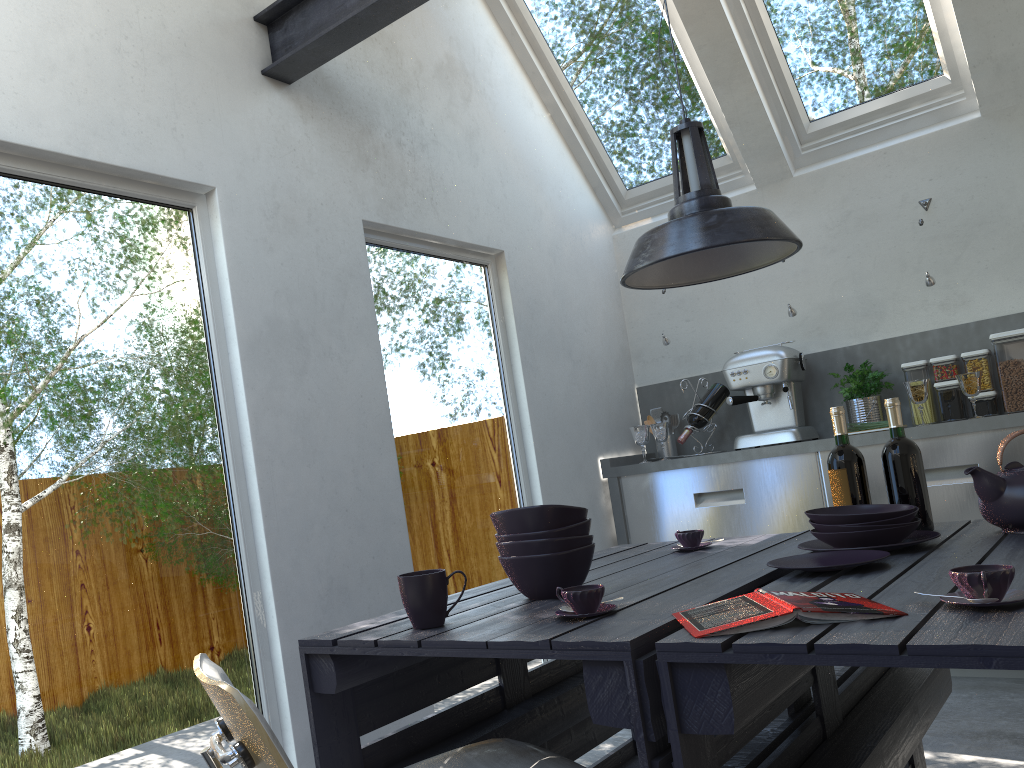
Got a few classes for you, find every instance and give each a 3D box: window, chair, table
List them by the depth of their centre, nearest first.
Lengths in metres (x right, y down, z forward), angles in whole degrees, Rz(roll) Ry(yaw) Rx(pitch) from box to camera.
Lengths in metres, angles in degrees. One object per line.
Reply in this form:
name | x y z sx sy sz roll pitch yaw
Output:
chair | -0.152 0.863 1.623 0.739 0.816 0.729 -6 -4 -23
table | 0.673 0.791 1.904 1.711 0.794 1.414 -12 -6 36
window | -1.136 0.432 2.465 0.063 2.121 0.925 -10 -3 35
window | 1.303 -1.823 3.679 0.888 1.385 1.388 -10 -5 36
window | -0.217 0.442 3.742 0.063 2.121 0.925 -10 -3 35
window | 0.488 -1.635 4.322 0.888 1.391 1.394 -10 -5 36

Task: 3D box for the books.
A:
books | 0.428 0.358 1.410 0.309 0.030 0.221 -8 -6 5

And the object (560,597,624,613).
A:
object | 0.154 0.429 1.695 0.128 0.013 0.029 -6 -6 -14

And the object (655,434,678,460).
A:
object | 0.836 0.343 4.730 0.104 0.131 0.110 -7 -4 -12

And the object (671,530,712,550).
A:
object | 0.518 0.453 2.541 0.122 0.056 0.110 -10 -6 24

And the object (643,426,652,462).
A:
object | 0.690 0.319 4.593 0.100 0.191 0.097 -8 -3 7

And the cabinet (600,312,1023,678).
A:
cabinet | 1.847 0.487 3.804 3.045 1.473 0.533 -12 -4 37

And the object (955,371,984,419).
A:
object | 1.918 0.049 3.643 0.104 0.191 0.093 -9 -3 25

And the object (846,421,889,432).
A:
object | 1.548 0.187 3.841 0.133 0.053 0.295 -3 -7 -38

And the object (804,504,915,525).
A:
object | 0.806 0.312 2.026 0.244 0.058 0.215 -12 -7 36

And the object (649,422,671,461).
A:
object | 0.765 0.295 4.459 0.093 0.191 0.104 -6 -3 -31

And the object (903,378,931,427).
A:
object | 1.699 0.080 3.645 0.098 0.191 0.099 -8 -3 -5

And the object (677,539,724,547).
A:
object | 0.553 0.467 2.564 0.137 0.013 0.027 -10 -6 16

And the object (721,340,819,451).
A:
object | 1.241 0.052 4.244 0.382 0.498 0.402 -11 -5 36

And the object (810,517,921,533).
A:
object | 0.816 0.335 2.020 0.244 0.063 0.215 -13 -8 41

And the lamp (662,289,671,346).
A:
lamp | 0.847 -0.415 4.638 0.064 0.435 0.312 -10 -4 35

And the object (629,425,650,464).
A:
object | 0.661 0.309 4.457 0.104 0.191 0.093 -10 -3 30

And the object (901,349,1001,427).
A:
object | 1.958 0.024 3.907 0.364 0.293 0.099 -11 -4 37

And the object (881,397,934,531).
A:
object | 0.995 0.206 2.227 0.088 0.343 0.095 -7 -3 -21

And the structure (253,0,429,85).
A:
structure | -0.596 -1.239 2.909 2.695 0.208 0.128 -12 -5 37

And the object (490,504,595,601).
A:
object | 0.077 0.378 1.995 0.206 0.213 0.201 -11 -5 37

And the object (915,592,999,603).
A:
object | 0.653 0.318 1.294 0.026 0.013 0.139 -5 -7 -29

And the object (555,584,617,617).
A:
object | 0.137 0.411 1.658 0.122 0.056 0.110 -10 -6 24

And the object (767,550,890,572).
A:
object | 0.657 0.372 1.821 0.251 0.019 0.219 -13 -8 41

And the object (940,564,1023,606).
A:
object | 0.691 0.294 1.282 0.124 0.056 0.109 -13 -7 44

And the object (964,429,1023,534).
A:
object | 1.180 0.219 2.000 0.226 0.232 0.205 -11 -5 38

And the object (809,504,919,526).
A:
object | 0.814 0.323 2.024 0.245 0.063 0.214 -13 -8 41

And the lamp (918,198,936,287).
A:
lamp | 1.833 -0.632 3.872 0.064 0.435 0.312 -10 -4 35

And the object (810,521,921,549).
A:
object | 0.816 0.351 2.020 0.224 0.047 0.236 -6 -6 -13

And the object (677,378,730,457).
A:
object | 0.938 0.168 4.474 0.316 0.392 0.245 -6 -4 -24

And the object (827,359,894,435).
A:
object | 1.627 0.060 4.072 0.243 0.340 0.256 -7 -4 -11

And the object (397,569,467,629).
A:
object | -0.165 0.439 1.787 0.137 0.109 0.095 -10 -5 28

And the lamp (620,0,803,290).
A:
lamp | 0.403 -0.828 2.181 0.460 1.093 0.404 -10 -3 36

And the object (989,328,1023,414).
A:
object | 2.183 -0.052 3.750 0.187 0.353 0.120 -10 -3 36

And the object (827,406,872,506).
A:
object | 0.883 0.230 2.303 0.088 0.343 0.094 -7 -3 -16

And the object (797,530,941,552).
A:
object | 0.821 0.371 2.021 0.283 0.024 0.310 -5 -6 -22

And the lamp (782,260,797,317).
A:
lamp | 1.356 -0.527 4.248 0.062 0.434 0.322 -9 -4 24

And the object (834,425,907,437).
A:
object | 1.569 0.206 3.828 0.279 0.012 0.170 -12 -7 34
